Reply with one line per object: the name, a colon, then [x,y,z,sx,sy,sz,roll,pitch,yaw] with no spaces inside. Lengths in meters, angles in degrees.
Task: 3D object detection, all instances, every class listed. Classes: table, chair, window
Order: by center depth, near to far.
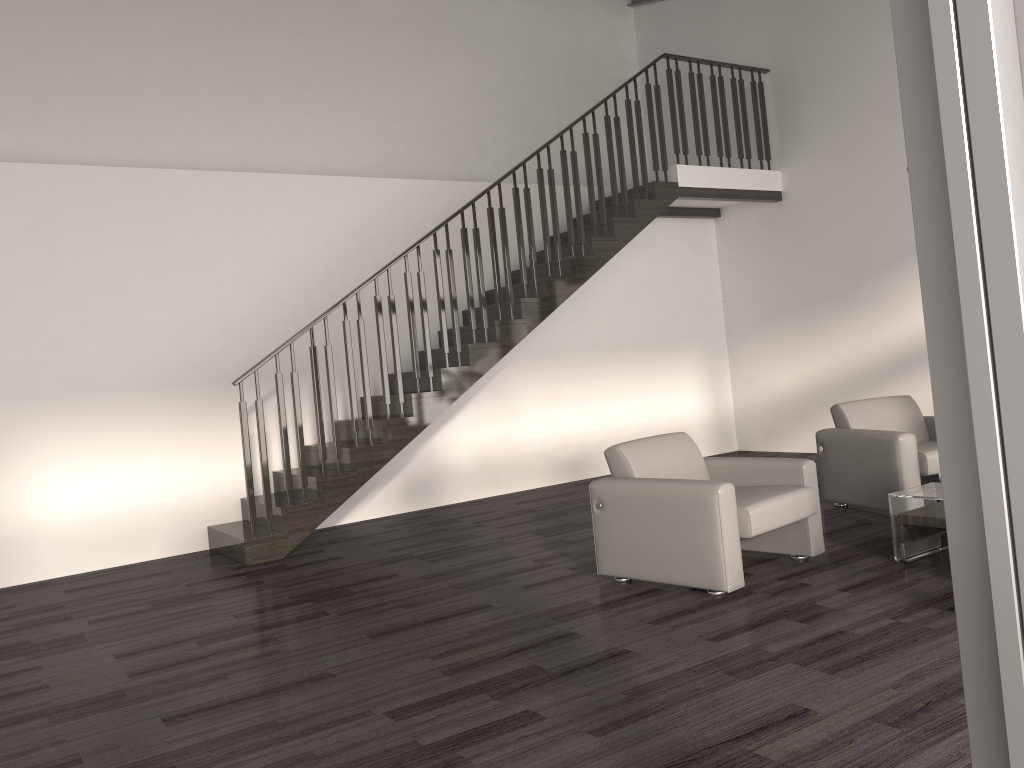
window: [2.011,-0.795,1.960,9.760,3.474,0.384,-6,-1,-33]
table: [2.299,0.704,4.376,0.401,0.342,0.679,-5,0,-33]
table: [2.638,0.723,4.593,1.202,0.250,0.599,-6,1,-33]
chair: [1.067,0.636,4.756,0.965,0.718,0.908,-6,0,-43]
chair: [2.754,0.454,6.043,0.964,0.718,0.909,-6,0,-18]

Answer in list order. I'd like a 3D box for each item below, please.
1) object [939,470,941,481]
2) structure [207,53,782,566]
object: [2.195,0.464,4.424,0.116,0.156,0.115,-5,-1,-24]
structure: [0.354,-1.047,8.292,6.352,4.098,0.998,-6,-1,-33]
